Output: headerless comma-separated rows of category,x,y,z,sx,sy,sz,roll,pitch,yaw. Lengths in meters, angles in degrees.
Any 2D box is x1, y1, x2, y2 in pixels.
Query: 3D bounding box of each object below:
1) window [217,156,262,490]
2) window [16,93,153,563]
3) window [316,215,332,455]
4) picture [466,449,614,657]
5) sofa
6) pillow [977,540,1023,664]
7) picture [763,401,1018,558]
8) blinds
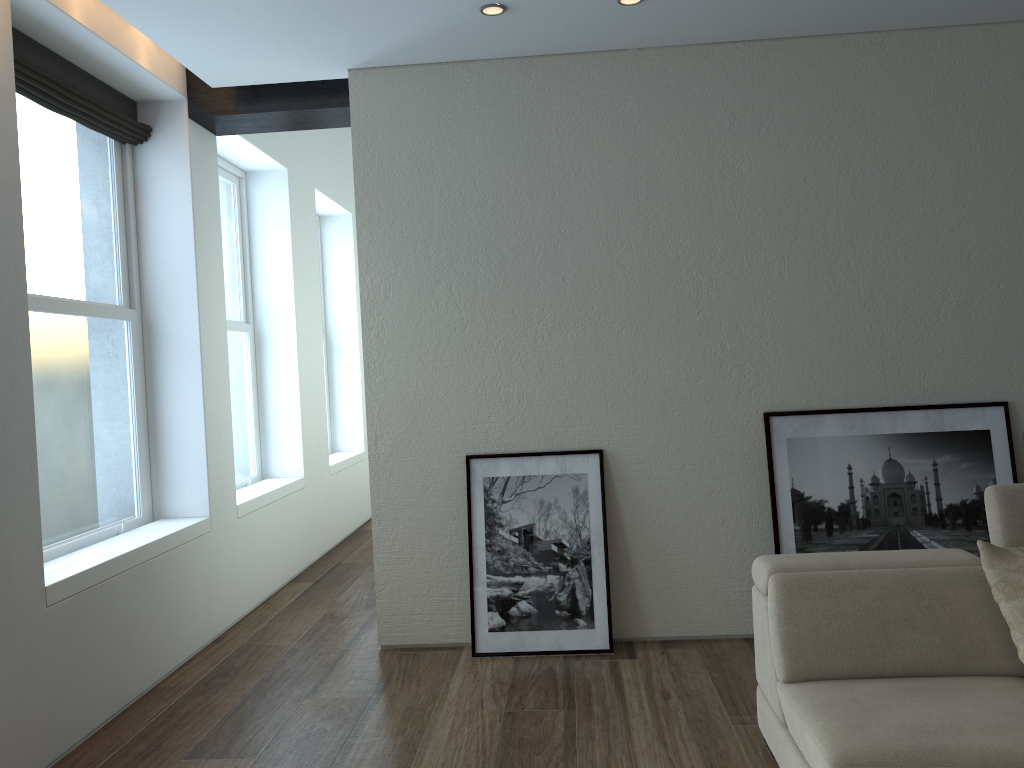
window,-2.012,-0.385,6.031,0.123,2.400,1.373,-3,1,4
window,-2.130,-0.345,4.167,0.123,2.400,1.563,-3,1,4
window,-1.884,-0.429,8.069,0.123,2.400,1.289,-3,1,4
picture,0.131,0.844,4.453,0.700,0.988,0.195,-3,1,4
sofa,2.133,0.798,2.706,2.581,0.950,1.021,-3,1,4
pillow,1.757,0.697,2.729,0.519,0.416,0.368,-3,1,-1
picture,1.876,0.686,4.324,1.183,1.140,0.225,-3,1,4
blinds,-2.120,-1.415,4.145,0.156,0.275,1.563,-3,1,4
